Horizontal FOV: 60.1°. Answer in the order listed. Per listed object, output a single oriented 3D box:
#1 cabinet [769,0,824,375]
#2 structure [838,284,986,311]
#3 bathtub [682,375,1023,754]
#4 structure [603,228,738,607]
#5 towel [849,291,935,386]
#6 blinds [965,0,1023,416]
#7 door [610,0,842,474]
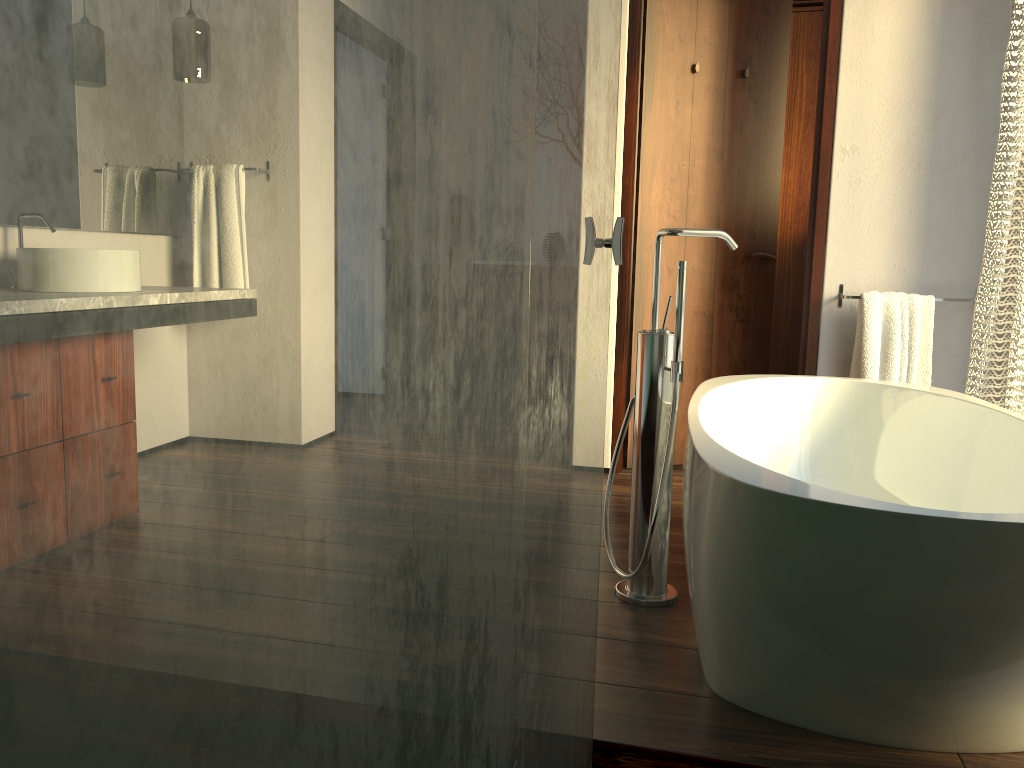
[{"bbox_3d":[1.460,-0.975,4.584,1.501,2.364,0.354,3,8,14],"label":"cabinet"},{"bbox_3d":[1.385,-0.298,3.074,0.458,0.088,0.101,3,8,14],"label":"structure"},{"bbox_3d":[0.773,0.318,1.996,0.773,0.485,1.602,3,8,12],"label":"bathtub"},{"bbox_3d":[0.342,0.075,2.170,0.239,0.897,0.283,-4,10,-37],"label":"structure"},{"bbox_3d":[1.321,-0.002,3.100,0.260,0.637,0.154,1,8,-3],"label":"towel"},{"bbox_3d":[1.401,-0.623,1.986,0.183,2.337,2.101,3,8,12],"label":"blinds"},{"bbox_3d":[0.815,-0.624,3.477,0.739,1.947,0.459,3,8,14],"label":"door"}]
